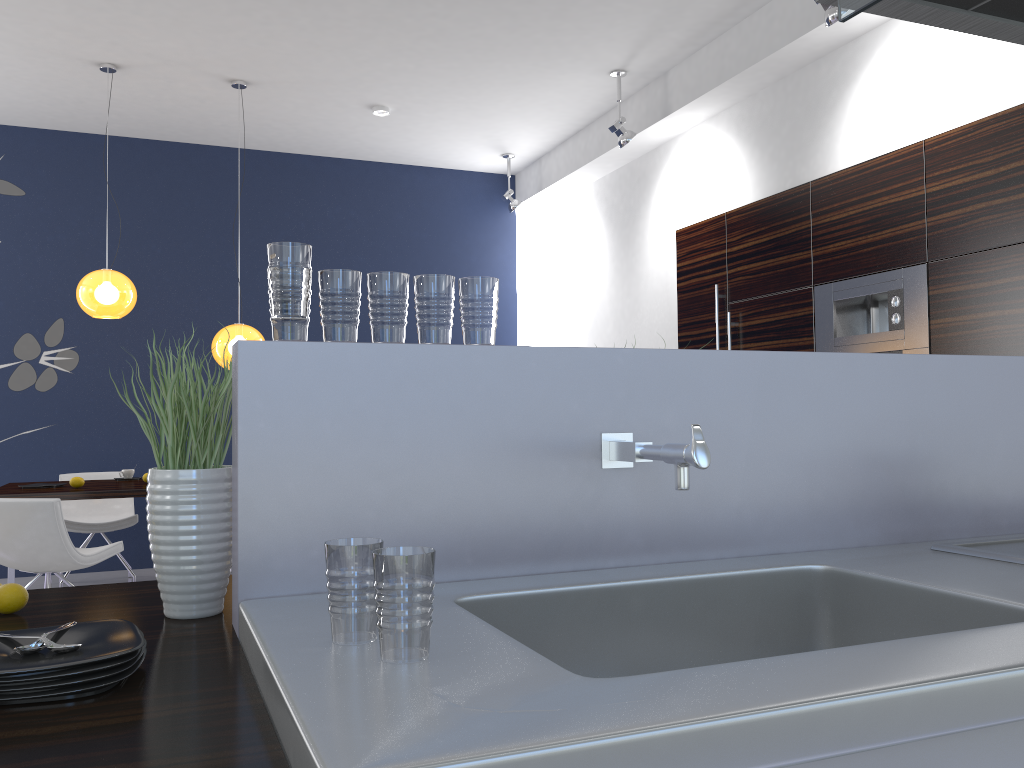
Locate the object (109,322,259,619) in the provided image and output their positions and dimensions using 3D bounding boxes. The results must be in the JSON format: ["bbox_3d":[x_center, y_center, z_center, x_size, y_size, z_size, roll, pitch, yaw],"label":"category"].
[{"bbox_3d":[-0.560,0.137,1.520,0.247,0.502,0.269,-2,-2,21],"label":"object"}]

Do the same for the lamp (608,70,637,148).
[{"bbox_3d":[0.748,-1.850,6.005,0.185,0.511,0.150,0,-2,-22],"label":"lamp"}]

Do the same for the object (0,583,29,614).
[{"bbox_3d":[-0.858,0.366,1.513,0.063,0.051,0.053,-2,-3,37],"label":"object"}]

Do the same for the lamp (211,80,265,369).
[{"bbox_3d":[-1.862,-1.083,6.052,0.359,1.974,0.358,0,-2,-17],"label":"lamp"}]

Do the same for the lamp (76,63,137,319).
[{"bbox_3d":[-2.622,-1.250,5.748,0.358,1.645,0.359,0,-2,-11],"label":"lamp"}]

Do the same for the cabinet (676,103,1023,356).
[{"bbox_3d":[2.124,0.081,4.723,0.669,2.500,3.600,0,-2,-22],"label":"cabinet"}]

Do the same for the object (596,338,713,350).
[{"bbox_3d":[0.255,0.140,1.877,0.269,0.502,0.247,0,-2,-22],"label":"object"}]

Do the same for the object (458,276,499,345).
[{"bbox_3d":[-0.058,-0.123,1.546,0.071,0.119,0.072,-2,-2,28],"label":"object"}]

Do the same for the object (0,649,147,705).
[{"bbox_3d":[-0.589,0.365,1.113,0.232,0.020,0.232,0,-2,-14],"label":"object"}]

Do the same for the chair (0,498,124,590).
[{"bbox_3d":[-2.467,0.984,4.685,0.508,0.805,0.620,-1,-2,13],"label":"chair"}]

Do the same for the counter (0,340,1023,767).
[{"bbox_3d":[0.134,0.581,1.457,3.291,1.300,1.302,0,-2,-22],"label":"counter"}]

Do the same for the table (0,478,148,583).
[{"bbox_3d":[-2.217,1.036,5.810,2.046,0.783,1.127,0,-2,-22],"label":"table"}]

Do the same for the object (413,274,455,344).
[{"bbox_3d":[-0.133,-0.123,1.516,0.072,0.119,0.071,-1,-2,18],"label":"object"}]

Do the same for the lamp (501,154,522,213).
[{"bbox_3d":[-0.003,-1.770,7.857,0.185,0.511,0.150,0,-2,-22],"label":"lamp"}]

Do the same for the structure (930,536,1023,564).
[{"bbox_3d":[1.240,0.286,1.630,0.709,0.055,0.519,0,-2,-22],"label":"structure"}]

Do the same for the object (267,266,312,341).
[{"bbox_3d":[-0.357,-0.124,1.425,0.072,0.119,0.071,-1,-2,18],"label":"object"}]

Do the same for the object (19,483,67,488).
[{"bbox_3d":[-2.912,0.633,5.503,0.232,0.020,0.232,-1,-2,6],"label":"object"}]

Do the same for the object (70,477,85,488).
[{"bbox_3d":[-2.651,0.600,5.406,0.083,0.068,0.070,0,-2,-18],"label":"object"}]

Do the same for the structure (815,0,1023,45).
[{"bbox_3d":[1.249,-1.363,1.621,0.981,1.231,0.915,0,-2,-22],"label":"structure"}]

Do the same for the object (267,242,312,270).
[{"bbox_3d":[-0.358,-0.163,1.427,0.072,0.119,0.071,-1,-2,18],"label":"object"}]

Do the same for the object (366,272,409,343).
[{"bbox_3d":[-0.208,-0.123,1.486,0.072,0.119,0.071,-1,-2,18],"label":"object"}]

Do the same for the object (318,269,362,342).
[{"bbox_3d":[-0.282,-0.124,1.455,0.072,0.119,0.071,-1,-2,18],"label":"object"}]

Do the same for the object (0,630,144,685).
[{"bbox_3d":[-0.590,0.345,1.114,0.232,0.020,0.232,0,-2,-19],"label":"object"}]

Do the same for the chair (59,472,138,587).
[{"bbox_3d":[-3.021,1.059,6.464,0.508,0.805,0.620,0,-2,-27],"label":"chair"}]

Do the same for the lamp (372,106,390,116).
[{"bbox_3d":[-0.978,-2.043,6.638,0.132,0.035,0.132,-2,-2,25],"label":"lamp"}]

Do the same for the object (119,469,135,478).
[{"bbox_3d":[-2.633,0.620,6.072,0.081,0.064,0.101,-1,-2,3],"label":"object"}]

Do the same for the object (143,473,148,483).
[{"bbox_3d":[-2.352,0.609,5.754,0.083,0.068,0.070,0,-2,-18],"label":"object"}]

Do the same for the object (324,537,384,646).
[{"bbox_3d":[-0.192,0.251,1.077,0.072,0.119,0.071,0,-2,-22],"label":"object"}]

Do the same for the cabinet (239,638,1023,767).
[{"bbox_3d":[0.135,0.805,1.459,3.285,0.852,1.377,0,-2,-22],"label":"cabinet"}]

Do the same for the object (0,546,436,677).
[{"bbox_3d":[-0.403,0.269,1.107,0.646,0.147,0.269,-1,-2,3],"label":"object"}]

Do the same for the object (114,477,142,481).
[{"bbox_3d":[-2.632,0.651,6.080,0.154,0.020,0.154,-2,-2,23],"label":"object"}]

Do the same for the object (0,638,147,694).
[{"bbox_3d":[-0.589,0.355,1.113,0.232,0.020,0.232,0,-2,-14],"label":"object"}]

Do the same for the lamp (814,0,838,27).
[{"bbox_3d":[1.295,-1.926,4.194,0.605,0.511,0.171,-1,-2,10],"label":"lamp"}]

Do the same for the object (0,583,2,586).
[{"bbox_3d":[-0.915,0.368,1.543,0.063,0.051,0.053,0,-2,-18],"label":"object"}]
